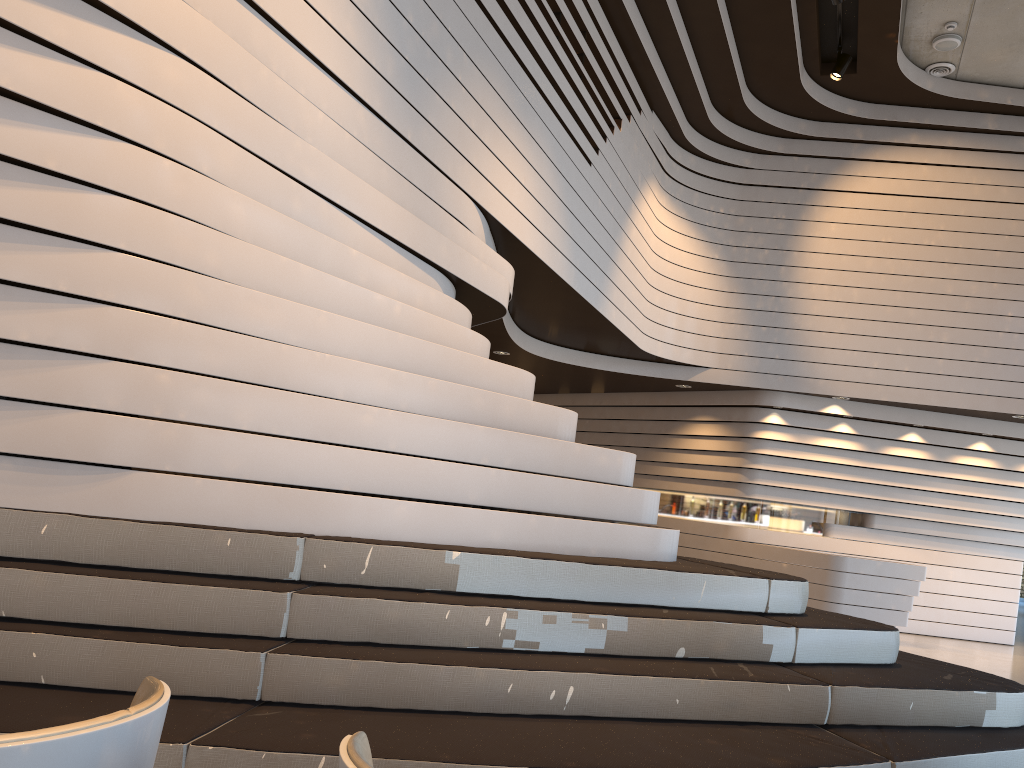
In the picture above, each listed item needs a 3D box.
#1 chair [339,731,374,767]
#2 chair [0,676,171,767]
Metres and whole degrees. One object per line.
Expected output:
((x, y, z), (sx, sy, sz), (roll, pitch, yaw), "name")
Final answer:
((0.038, 0.960, 1.387), (0.657, 0.764, 0.713), (4, -5, 38), "chair")
((-0.960, 0.836, 1.385), (0.710, 0.764, 0.660), (6, -4, 21), "chair")
